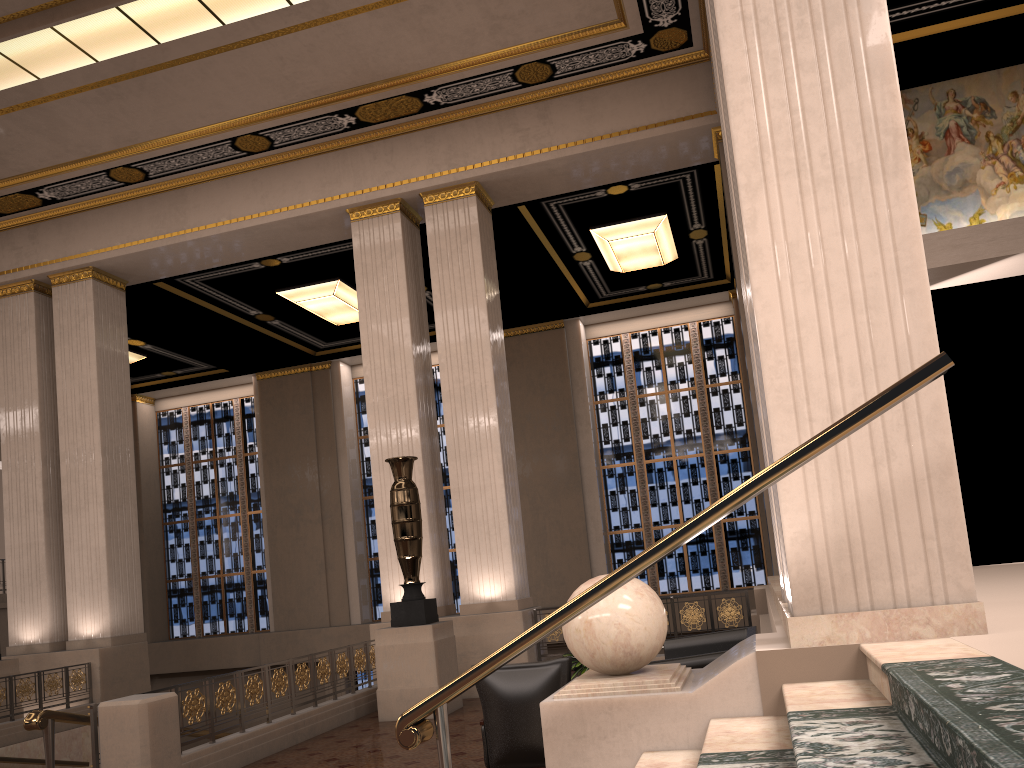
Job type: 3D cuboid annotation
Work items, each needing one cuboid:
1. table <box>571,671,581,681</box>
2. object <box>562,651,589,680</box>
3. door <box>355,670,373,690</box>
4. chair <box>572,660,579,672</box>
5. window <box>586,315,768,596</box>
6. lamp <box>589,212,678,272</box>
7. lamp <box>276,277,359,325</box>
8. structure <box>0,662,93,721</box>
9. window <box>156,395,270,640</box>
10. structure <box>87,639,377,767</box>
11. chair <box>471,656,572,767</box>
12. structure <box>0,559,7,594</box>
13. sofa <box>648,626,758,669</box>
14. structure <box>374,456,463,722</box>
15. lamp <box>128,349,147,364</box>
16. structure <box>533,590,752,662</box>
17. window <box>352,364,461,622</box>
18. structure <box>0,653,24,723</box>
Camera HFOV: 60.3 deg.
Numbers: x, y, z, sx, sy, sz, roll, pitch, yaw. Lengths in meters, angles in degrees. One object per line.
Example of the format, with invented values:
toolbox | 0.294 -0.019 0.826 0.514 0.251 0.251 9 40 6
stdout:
table | 0.731 2.715 7.434 0.842 0.429 1.494 -8 -12 14
object | 0.673 2.316 7.467 0.525 0.371 0.509 4 -14 -42
door | -2.523 7.209 18.221 1.497 2.692 0.156 -8 -6 15
chair | 0.934 2.863 9.135 0.649 0.833 0.726 -7 -9 9
window | 3.232 1.483 17.544 2.999 5.295 0.070 -8 -6 15
lamp | 2.010 -2.195 14.182 1.172 0.211 2.043 -9 -13 14
lamp | -3.121 -1.386 15.551 1.172 0.211 2.043 -9 -13 14
structure | -6.275 3.538 9.401 0.079 0.529 5.000 -7 -12 15
window | -6.725 3.054 20.201 2.999 5.295 0.070 -8 -6 15
structure | -2.216 2.898 8.318 0.079 0.529 5.002 -7 -12 13
chair | 0.165 2.211 5.791 0.650 0.833 0.725 -8 -9 14
structure | -9.406 3.715 17.036 0.031 0.658 2.183 -7 -12 14
sofa | 1.599 2.446 7.216 0.878 0.697 1.947 -8 -12 14
structure | -1.106 2.192 9.634 0.703 2.755 0.706 -7 -7 14
lamp | -8.165 -0.590 16.897 1.172 0.211 2.043 -9 -13 14
structure | 1.504 2.853 10.318 2.544 0.647 0.032 -9 -7 15
window | -1.831 2.282 18.895 2.999 5.295 0.070 -8 -6 15
structure | -6.792 3.089 11.151 0.703 2.755 0.706 -7 -7 14
